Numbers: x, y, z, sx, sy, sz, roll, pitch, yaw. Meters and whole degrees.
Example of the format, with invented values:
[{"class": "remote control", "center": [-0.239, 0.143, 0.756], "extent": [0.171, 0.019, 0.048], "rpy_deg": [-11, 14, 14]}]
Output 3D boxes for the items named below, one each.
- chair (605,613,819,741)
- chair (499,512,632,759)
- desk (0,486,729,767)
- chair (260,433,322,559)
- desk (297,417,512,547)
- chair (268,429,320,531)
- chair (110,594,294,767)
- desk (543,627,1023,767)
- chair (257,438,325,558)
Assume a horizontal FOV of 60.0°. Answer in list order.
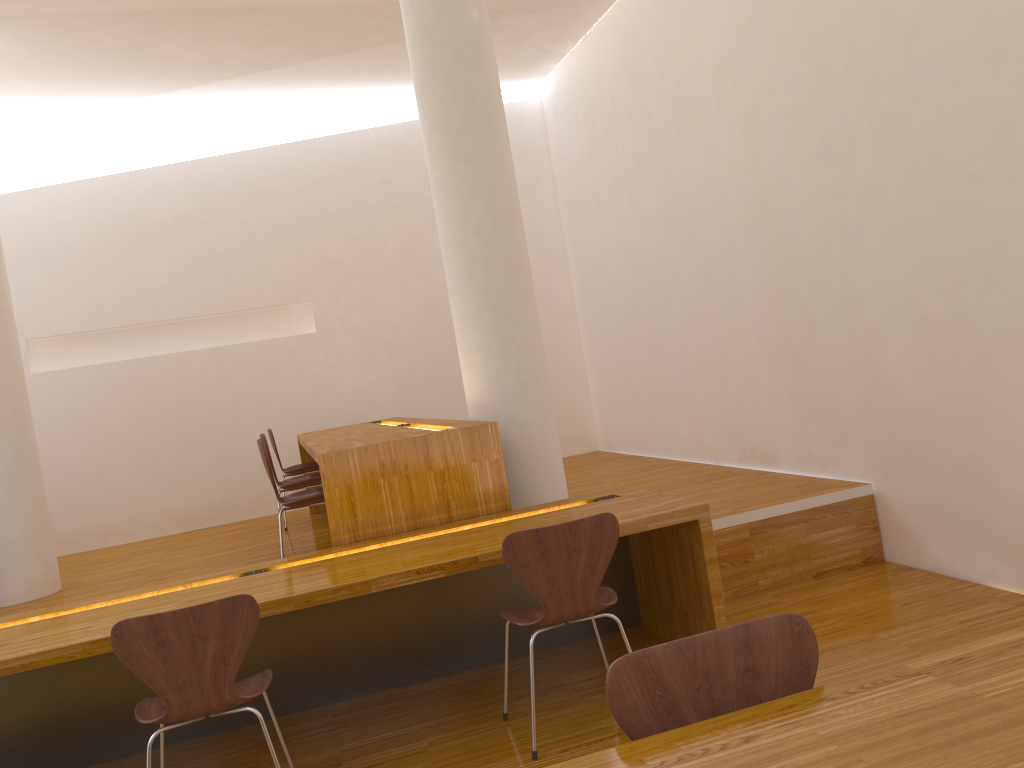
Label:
[{"class": "chair", "center": [0.429, 0.756, 1.329], "extent": [0.428, 0.693, 0.381], "rpy_deg": [-10, 1, -15]}, {"class": "chair", "center": [0.161, 0.778, 2.940], "extent": [0.428, 0.693, 0.381], "rpy_deg": [-10, 1, -15]}, {"class": "desk", "center": [-0.860, 0.994, 3.123], "extent": [3.185, 0.606, 0.760], "rpy_deg": [-10, 1, -15]}, {"class": "chair", "center": [-1.208, 0.600, 5.132], "extent": [0.381, 0.693, 0.428], "rpy_deg": [-10, 1, -15]}, {"class": "desk", "center": [-0.790, 0.569, 5.221], "extent": [0.760, 0.606, 3.185], "rpy_deg": [-10, 1, -15]}, {"class": "chair", "center": [-1.463, 0.627, 6.222], "extent": [0.381, 0.693, 0.428], "rpy_deg": [-10, 1, -15]}, {"class": "chair", "center": [-0.893, 0.958, 2.610], "extent": [0.428, 0.693, 0.381], "rpy_deg": [-10, 1, -15]}, {"class": "desk", "center": [-0.324, 1.100, 0.521], "extent": [3.236, 0.918, 1.285], "rpy_deg": [-10, 1, -15]}, {"class": "chair", "center": [-0.954, 0.571, 4.195], "extent": [0.381, 0.693, 0.428], "rpy_deg": [-10, 1, -15]}]
